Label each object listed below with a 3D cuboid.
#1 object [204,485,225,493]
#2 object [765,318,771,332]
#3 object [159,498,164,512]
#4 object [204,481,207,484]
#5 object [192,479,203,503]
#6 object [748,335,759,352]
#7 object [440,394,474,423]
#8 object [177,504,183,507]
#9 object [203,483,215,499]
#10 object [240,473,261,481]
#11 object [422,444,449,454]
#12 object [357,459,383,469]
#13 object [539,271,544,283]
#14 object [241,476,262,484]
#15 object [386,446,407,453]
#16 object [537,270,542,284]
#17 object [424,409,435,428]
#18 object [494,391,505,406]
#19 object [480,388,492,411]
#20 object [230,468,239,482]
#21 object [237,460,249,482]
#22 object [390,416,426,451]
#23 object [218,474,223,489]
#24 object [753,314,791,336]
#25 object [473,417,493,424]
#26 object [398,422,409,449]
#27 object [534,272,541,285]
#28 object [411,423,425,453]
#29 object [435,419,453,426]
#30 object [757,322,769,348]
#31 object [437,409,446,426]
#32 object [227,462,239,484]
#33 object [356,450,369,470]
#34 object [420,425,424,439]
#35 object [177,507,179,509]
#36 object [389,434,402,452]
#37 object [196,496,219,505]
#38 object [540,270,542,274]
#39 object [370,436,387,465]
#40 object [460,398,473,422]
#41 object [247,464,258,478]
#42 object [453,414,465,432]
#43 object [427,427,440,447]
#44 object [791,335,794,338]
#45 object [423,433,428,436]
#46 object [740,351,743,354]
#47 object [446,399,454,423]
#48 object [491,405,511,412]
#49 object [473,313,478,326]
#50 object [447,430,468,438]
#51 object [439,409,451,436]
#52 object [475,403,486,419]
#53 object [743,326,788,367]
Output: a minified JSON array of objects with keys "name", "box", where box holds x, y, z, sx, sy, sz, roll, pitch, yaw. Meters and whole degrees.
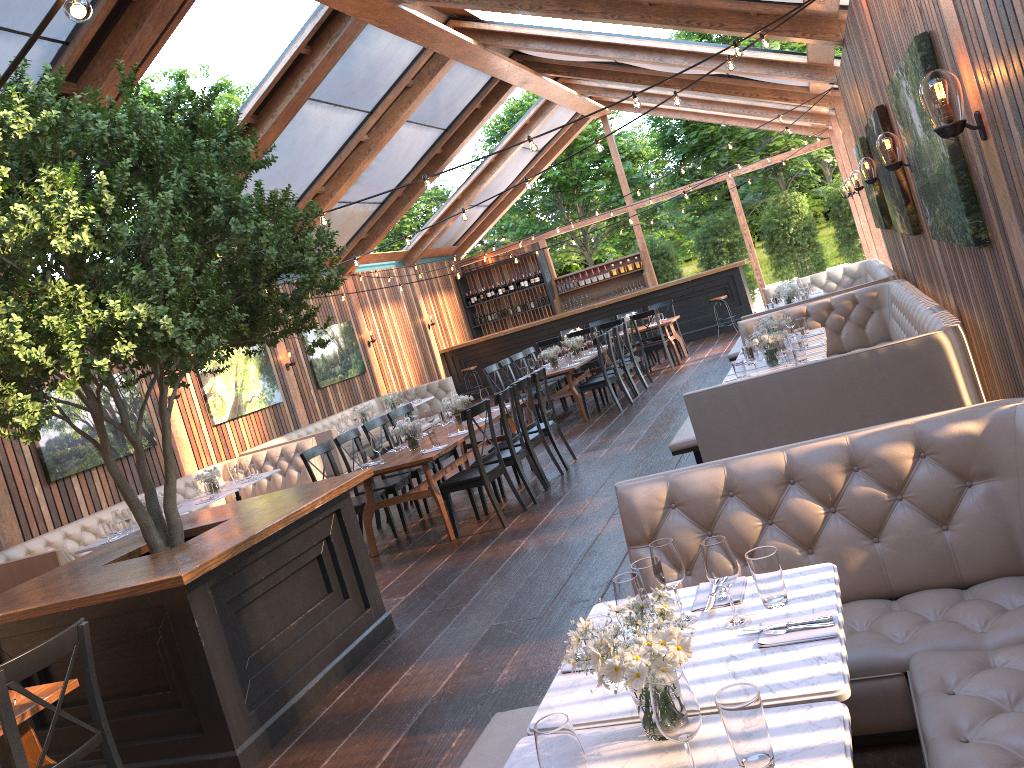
[{"name":"object","box":[-3.488,1.230,10.439,0.253,0.019,0.159,-15,5,21]},{"name":"object","box":[2.429,-0.502,8.296,0.093,0.244,0.092,-18,2,-21]},{"name":"object","box":[-3.760,1.315,9.567,0.091,0.158,0.092,-17,2,7]},{"name":"object","box":[-3.516,1.180,10.271,0.091,0.158,0.092,-17,2,7]},{"name":"object","box":[-3.414,1.160,9.626,0.093,0.244,0.092,-18,2,-21]},{"name":"object","box":[2.221,-0.375,8.067,0.091,0.158,0.092,-17,2,7]},{"name":"object","box":[-0.556,0.250,9.004,0.339,0.309,0.327,-19,4,-32]},{"name":"object","box":[-3.732,1.365,9.734,0.253,0.019,0.159,-15,5,21]},{"name":"object","box":[-3.302,1.168,9.657,0.091,0.158,0.092,-17,2,7]},{"name":"object","box":[-3.146,1.113,10.598,0.156,0.019,0.257,-15,5,21]},{"name":"object","box":[-0.678,0.559,7.600,0.253,0.019,0.159,-15,5,21]},{"name":"object","box":[-1.244,0.707,7.880,0.253,0.019,0.159,-15,5,21]},{"name":"object","box":[0.690,-2.517,20.789,0.075,0.302,0.076,-16,2,37]},{"name":"object","box":[-3.033,1.109,10.241,0.253,0.019,0.159,-15,5,21]},{"name":"object","box":[-1.064,0.609,8.430,0.253,0.019,0.159,-15,5,21]},{"name":"object","box":[0.661,-2.539,20.961,0.087,0.334,0.087,-17,1,1]},{"name":"object","box":[-0.803,0.377,8.784,0.093,0.244,0.091,-18,2,-27]},{"name":"object","box":[-0.124,0.166,9.378,0.092,0.158,0.091,-18,2,-33]},{"name":"object","box":[-0.272,0.170,9.336,0.091,0.244,0.093,-16,2,24]},{"name":"object","box":[-3.325,1.094,10.605,0.092,0.158,0.091,-18,2,-33]},{"name":"object","box":[-3.158,1.018,10.374,0.091,0.244,0.093,-16,2,24]},{"name":"object","box":[-0.923,0.445,8.030,0.334,0.309,0.331,-16,3,16]},{"name":"object","box":[-3.428,1.106,10.301,0.093,0.244,0.092,-18,2,-21]},{"name":"object","box":[2.325,-0.465,7.831,0.333,0.309,0.332,-15,4,37]},{"name":"object","box":[-0.322,0.361,8.649,0.253,0.019,0.159,-15,5,21]},{"name":"object","box":[-1.003,0.482,8.298,0.092,0.244,0.093,-16,2,18]},{"name":"object","box":[0.587,-2.496,20.842,0.135,0.315,0.137,-16,2,28]},{"name":"object","box":[-0.820,0.472,7.753,0.093,0.244,0.092,-18,2,-21]},{"name":"object","box":[-0.692,0.402,9.483,0.253,0.019,0.159,-15,5,21]},{"name":"object","box":[2.309,-0.449,8.097,0.093,0.244,0.092,-18,2,-21]},{"name":"object","box":[-0.721,0.354,9.300,0.092,0.158,0.091,-18,2,-33]},{"name":"object","box":[-3.307,1.052,10.500,0.093,0.244,0.092,-18,2,-21]},{"name":"object","box":[-1.297,0.665,7.712,0.093,0.158,0.091,-19,3,-43]},{"name":"object","box":[-0.930,0.463,8.766,0.092,0.158,0.091,-17,2,-13]},{"name":"object","box":[-3.672,1.241,9.597,0.093,0.244,0.092,-18,2,-21]},{"name":"object","box":[-1.081,0.549,8.254,0.093,0.158,0.091,-19,3,-43]},{"name":"object","box":[-3.289,1.251,9.492,0.253,0.019,0.159,-15,5,21]},{"name":"object","box":[0.728,-2.549,20.890,0.081,0.323,0.081,-17,1,-1]},{"name":"object","box":[-1.167,0.580,7.723,0.092,0.244,0.092,-17,1,1]},{"name":"object","box":[-0.443,0.270,8.773,0.091,0.244,0.093,-16,2,24]},{"name":"object","box":[-3.045,1.026,10.406,0.091,0.158,0.092,-17,2,7]},{"name":"object","box":[-0.494,0.367,8.346,0.091,0.158,0.092,-16,2,27]},{"name":"object","box":[-0.684,0.472,7.792,0.091,0.158,0.093,-15,2,37]},{"name":"object","box":[2.591,-0.442,8.394,0.156,0.019,0.257,-15,5,21]},{"name":"object","box":[-0.884,0.508,8.933,0.253,0.019,0.159,-15,5,21]},{"name":"object","box":[2.249,-0.325,8.235,0.253,0.019,0.159,-15,5,21]},{"name":"object","box":[-0.645,0.283,9.330,0.093,0.244,0.091,-18,2,-44]},{"name":"object","box":[-0.131,0.256,9.195,0.253,0.019,0.159,-15,5,21]},{"name":"object","box":[-0.897,-1.571,21.549,0.094,0.308,0.095,-17,1,7]},{"name":"object","box":[-0.499,0.456,8.173,0.253,0.019,0.159,-15,5,21]},{"name":"object","box":[-0.620,0.363,8.307,0.092,0.244,0.093,-16,2,18]},{"name":"object","box":[-0.302,0.267,8.825,0.093,0.158,0.091,-19,3,-43]},{"name":"object","box":[2.014,-0.293,6.930,0.333,0.309,0.332,-15,4,33]}]
